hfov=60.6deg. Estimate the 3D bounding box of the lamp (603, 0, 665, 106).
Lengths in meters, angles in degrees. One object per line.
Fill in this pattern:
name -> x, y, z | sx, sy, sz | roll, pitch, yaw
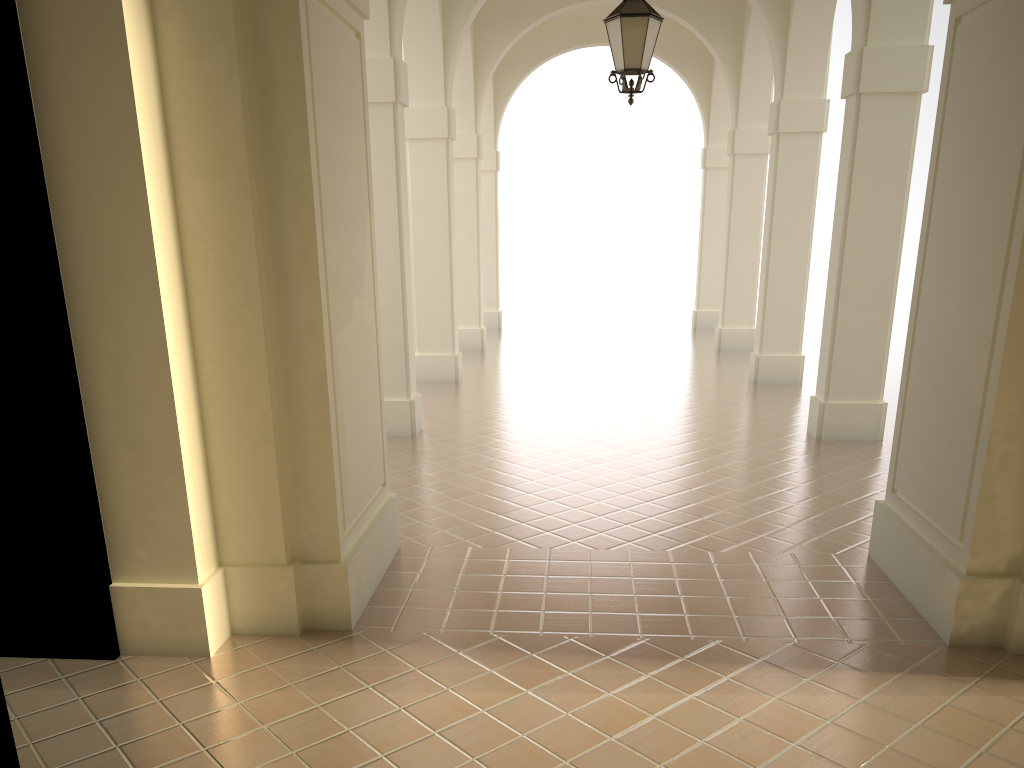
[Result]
lamp -> 1.002, -4.026, 6.958 | 0.510, 3.466, 0.422 | 1, 18, 4
